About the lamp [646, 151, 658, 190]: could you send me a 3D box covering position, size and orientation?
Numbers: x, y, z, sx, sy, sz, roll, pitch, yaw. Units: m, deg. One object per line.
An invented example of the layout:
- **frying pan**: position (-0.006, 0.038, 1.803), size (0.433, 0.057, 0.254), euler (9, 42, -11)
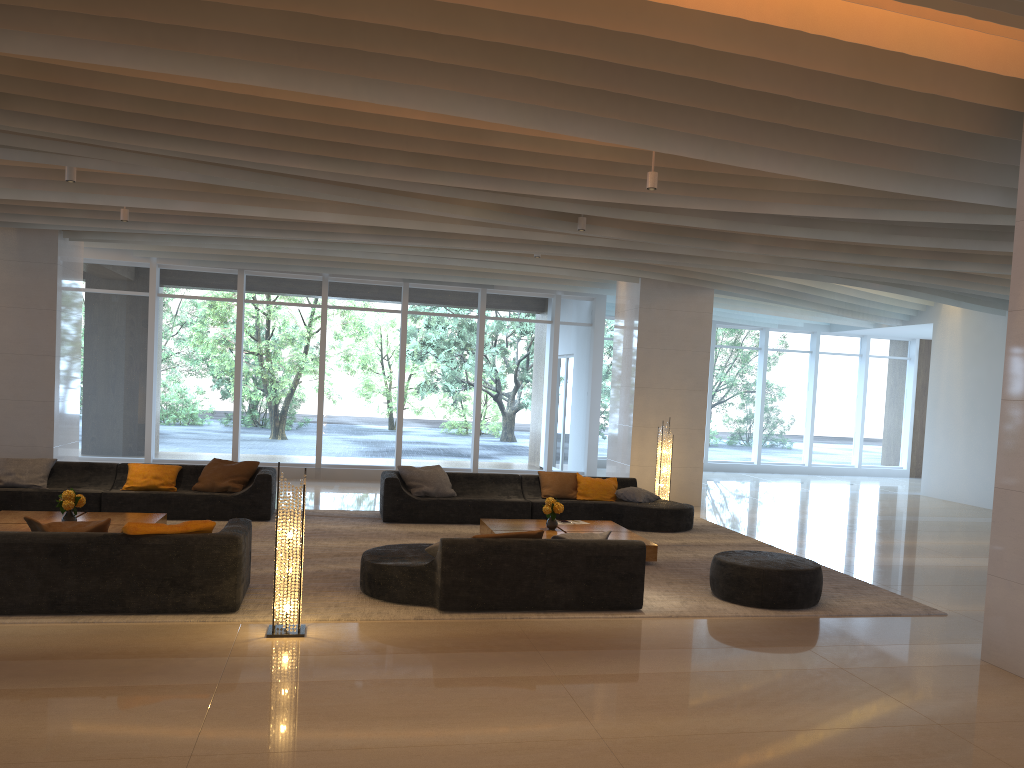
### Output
- **lamp**: position (1.211, -2.388, 7.407), size (0.087, 1.510, 0.090), euler (5, 4, 33)

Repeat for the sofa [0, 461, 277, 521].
- **sofa**: position (-4.956, 1.259, 10.445), size (4.179, 0.584, 1.337), euler (3, 0, -14)

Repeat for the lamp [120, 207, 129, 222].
- **lamp**: position (-4.548, -2.681, 10.455), size (0.090, 1.510, 0.088), euler (2, 3, -21)

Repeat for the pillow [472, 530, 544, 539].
- **pillow**: position (-0.055, 1.350, 7.246), size (0.608, 0.393, 0.394), euler (3, 1, -10)

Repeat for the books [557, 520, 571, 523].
- **books**: position (0.606, 1.612, 10.382), size (0.113, 0.011, 0.178), euler (3, 0, -21)

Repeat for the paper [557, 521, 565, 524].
- **paper**: position (0.589, 1.619, 10.371), size (0.188, 0.001, 0.253), euler (3, 0, -20)

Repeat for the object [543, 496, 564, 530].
- **object**: position (0.448, 1.423, 9.812), size (0.238, 0.378, 0.263), euler (3, 2, -10)

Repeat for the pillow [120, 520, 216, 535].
- **pillow**: position (-2.622, 1.180, 6.662), size (0.649, 0.378, 0.537), euler (2, 1, -34)

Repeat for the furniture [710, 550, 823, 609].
- **furniture**: position (2.273, 1.741, 7.953), size (0.985, 0.365, 0.979), euler (3, 0, -3)

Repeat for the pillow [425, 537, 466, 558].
- **pillow**: position (-0.427, 1.369, 7.342), size (0.422, 0.247, 0.476), euler (3, 1, 23)

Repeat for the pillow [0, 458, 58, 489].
- **pillow**: position (-5.781, 1.084, 10.468), size (0.670, 0.417, 0.457), euler (3, 1, -12)

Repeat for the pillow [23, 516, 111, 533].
- **pillow**: position (-3.268, 1.167, 6.586), size (0.605, 0.411, 0.440), euler (3, 1, -11)

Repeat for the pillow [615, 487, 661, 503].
- **pillow**: position (1.715, 1.521, 12.084), size (0.431, 0.209, 0.596), euler (3, 0, 38)

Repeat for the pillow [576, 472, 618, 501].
- **pillow**: position (1.160, 1.431, 12.088), size (0.609, 0.404, 0.472), euler (3, 1, -5)

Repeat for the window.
- **window**: position (-7.392, -0.413, 12.092), size (21.720, 3.228, 55.422), euler (3, 0, 43)

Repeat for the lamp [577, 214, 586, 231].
- **lamp**: position (0.786, -2.406, 9.509), size (0.087, 1.510, 0.090), euler (5, 4, 33)

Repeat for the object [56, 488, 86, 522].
- **object**: position (-4.214, 1.178, 8.466), size (0.264, 0.378, 0.237), euler (3, 2, 10)

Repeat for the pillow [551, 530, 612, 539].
- **pillow**: position (0.552, 1.376, 7.496), size (0.569, 0.345, 0.452), euler (3, 1, -14)

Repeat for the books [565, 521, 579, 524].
- **books**: position (0.686, 1.620, 10.397), size (0.215, 0.011, 0.178), euler (3, 0, -31)

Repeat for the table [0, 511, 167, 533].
- **table**: position (-4.356, 1.470, 8.610), size (1.613, 0.220, 1.585), euler (3, 0, -12)

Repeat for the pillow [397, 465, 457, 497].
- **pillow**: position (-1.114, 1.269, 11.640), size (0.649, 0.378, 0.537), euler (2, 1, -34)

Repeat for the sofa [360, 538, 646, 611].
- **sofa**: position (-0.141, 1.507, 7.574), size (2.270, 0.578, 1.342), euler (3, 0, -13)

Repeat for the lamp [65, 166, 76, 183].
- **lamp**: position (-4.131, -2.664, 8.335), size (0.090, 1.510, 0.087), euler (0, 4, -39)

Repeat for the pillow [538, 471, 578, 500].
- **pillow**: position (0.656, 1.389, 12.029), size (0.581, 0.375, 0.366), euler (3, 2, -14)

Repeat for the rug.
- **rug**: position (-4.680, 1.567, 8.543), size (16.346, 0.022, 5.459), euler (3, 0, -13)

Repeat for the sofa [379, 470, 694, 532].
- **sofa**: position (0.348, 1.538, 11.824), size (4.199, 0.584, 1.330), euler (3, 0, -6)

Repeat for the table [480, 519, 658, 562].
- **table**: position (0.563, 1.728, 9.759), size (1.613, 0.220, 1.585), euler (3, 0, -12)

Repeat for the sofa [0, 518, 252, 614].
- **sofa**: position (-3.924, 1.305, 6.507), size (3.806, 0.584, 0.932), euler (3, 1, -13)

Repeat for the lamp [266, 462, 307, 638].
- **lamp**: position (-1.542, 1.132, 6.149), size (0.252, 1.201, 0.247), euler (2, 3, -12)

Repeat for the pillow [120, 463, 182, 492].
- **pillow**: position (-4.391, 1.175, 10.796), size (0.642, 0.395, 0.445), euler (3, 1, -13)

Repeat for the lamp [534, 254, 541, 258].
- **lamp**: position (0.371, -2.423, 11.648), size (0.087, 1.510, 0.090), euler (5, 4, 33)

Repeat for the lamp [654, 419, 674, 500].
- **lamp**: position (2.249, 1.216, 13.144), size (0.252, 1.454, 0.247), euler (2, 3, -12)

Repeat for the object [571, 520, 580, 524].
- **object**: position (0.732, 1.619, 10.425), size (0.107, 0.014, 0.177), euler (3, 0, -31)

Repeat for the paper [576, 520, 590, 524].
- **paper**: position (0.782, 1.629, 10.448), size (0.188, 0.001, 0.252), euler (3, 0, -25)

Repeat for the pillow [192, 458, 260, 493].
- **pillow**: position (-3.567, 1.140, 11.067), size (0.635, 0.378, 0.549), euler (3, 1, 10)
